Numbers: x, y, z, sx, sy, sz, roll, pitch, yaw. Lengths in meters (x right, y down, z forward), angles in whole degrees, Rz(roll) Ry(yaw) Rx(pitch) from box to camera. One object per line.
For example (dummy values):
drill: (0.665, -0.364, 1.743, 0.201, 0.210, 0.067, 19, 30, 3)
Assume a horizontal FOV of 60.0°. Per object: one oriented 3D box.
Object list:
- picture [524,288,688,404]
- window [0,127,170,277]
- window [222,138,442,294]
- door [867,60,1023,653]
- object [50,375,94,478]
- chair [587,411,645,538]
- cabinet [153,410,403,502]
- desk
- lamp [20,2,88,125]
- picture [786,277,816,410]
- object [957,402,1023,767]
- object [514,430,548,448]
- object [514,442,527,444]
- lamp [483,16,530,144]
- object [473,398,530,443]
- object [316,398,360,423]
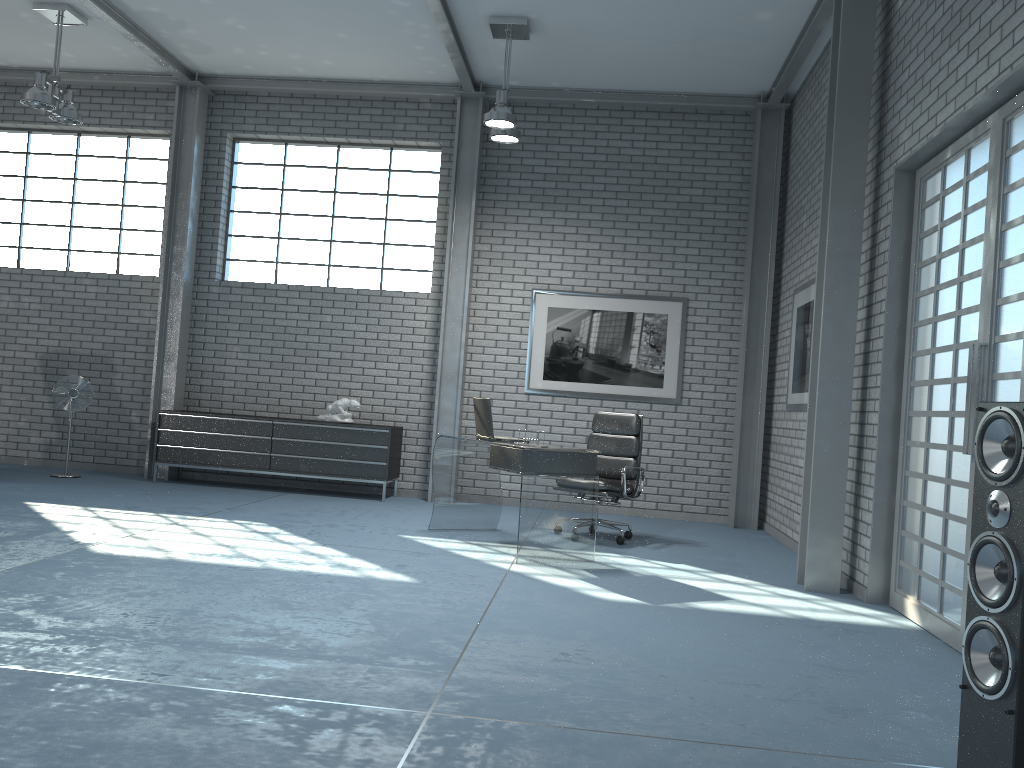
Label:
picture: (0.896, -0.368, 8.511, 1.490, 1.015, 0.020, 4, -1, 6)
window: (-4.597, -1.898, 9.296, 2.200, 1.500, 0.100, 4, -1, 6)
window: (-1.817, -1.702, 9.023, 2.200, 1.500, 0.100, 4, -1, 6)
door: (2.151, -0.027, 3.968, 0.300, 2.500, 2.200, 4, -1, 6)
object: (-4.143, 0.392, 8.312, 0.342, 0.954, 0.258, 5, -2, -29)
chair: (0.656, 0.695, 6.803, 0.614, 0.977, 0.629, 3, -2, 35)
cabinet: (-2.226, 0.672, 8.501, 2.250, 0.682, 0.510, 4, -1, 6)
desk: (-0.018, 0.761, 6.190, 0.593, 0.718, 1.358, 5, -2, -29)
lamp: (-3.818, -2.702, 7.437, 0.300, 0.872, 0.639, 4, -1, 6)
picture: (2.283, -0.308, 6.750, 0.020, 1.015, 1.490, 4, -1, 6)
object: (0.957, 0.561, 1.580, 0.254, 1.045, 0.159, 4, -1, -4)
object: (0.125, 0.349, 5.688, 0.200, 0.102, 0.100, 3, -2, 30)
object: (0.058, 0.396, 5.921, 0.044, 0.010, 0.107, 3, -2, 38)
lamp: (-0.045, -2.436, 7.066, 0.300, 0.872, 0.639, 4, -1, 6)
object: (-0.078, 0.254, 6.254, 0.320, 0.288, 0.380, 5, -1, -19)
object: (-1.652, 0.250, 8.456, 0.496, 0.244, 0.151, 3, -2, 30)
